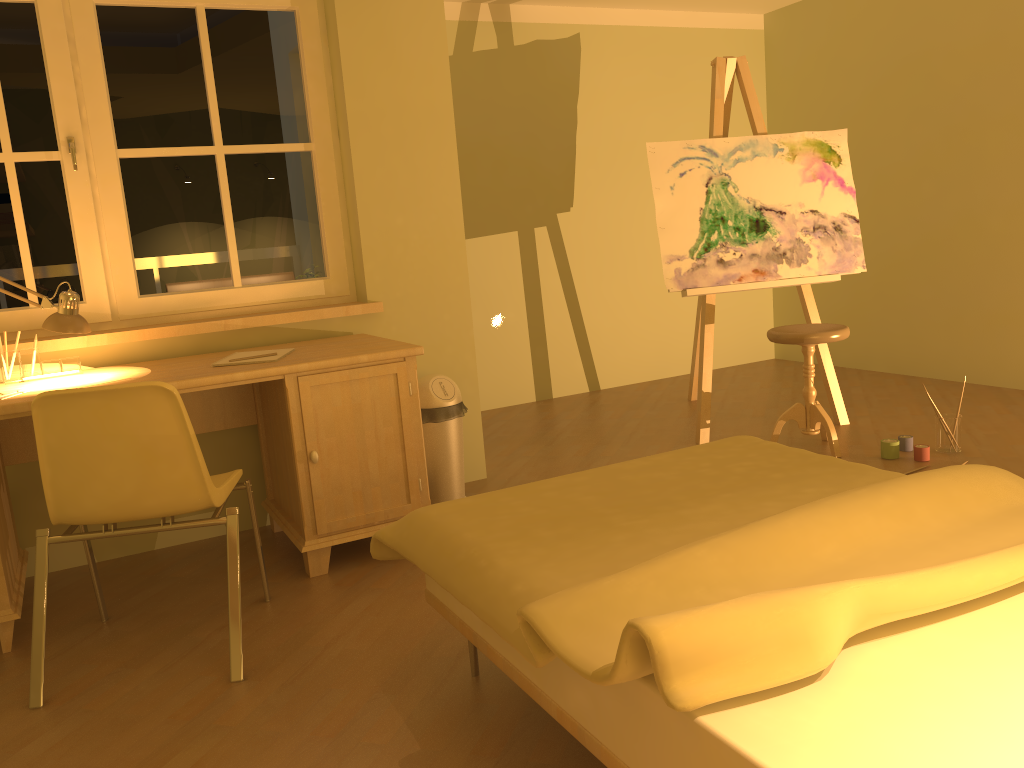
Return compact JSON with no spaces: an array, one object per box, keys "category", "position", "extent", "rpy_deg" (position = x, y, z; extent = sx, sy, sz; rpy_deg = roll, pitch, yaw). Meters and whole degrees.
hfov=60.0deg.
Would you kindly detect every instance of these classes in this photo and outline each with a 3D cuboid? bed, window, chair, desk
[{"category":"bed","position":[0.729,0.328,1.478],"extent":[1.286,0.894,2.378],"rpy_deg":[-10,11,-26]},{"category":"window","position":[-1.370,-0.857,3.338],"extent":[1.486,1.263,0.142],"rpy_deg":[-10,11,-26]},{"category":"chair","position":[1.329,0.025,3.953],"extent":[0.348,0.551,0.364],"rpy_deg":[-7,10,-14]},{"category":"chair","position":[-1.016,0.361,2.452],"extent":[0.531,0.785,0.546],"rpy_deg":[-6,10,-6]},{"category":"desk","position":[-1.041,0.290,3.070],"extent":[1.396,0.720,0.684],"rpy_deg":[-10,11,-26]}]

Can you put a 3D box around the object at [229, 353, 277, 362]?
[{"category":"object","position":[-0.874,-0.090,2.995],"extent":[0.166,0.009,0.008],"rpy_deg":[-12,12,-34]}]

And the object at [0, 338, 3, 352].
[{"category":"object","position":[-1.693,-0.096,2.946],"extent":[0.009,0.165,0.034],"rpy_deg":[-11,12,-33]}]

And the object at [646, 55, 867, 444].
[{"category":"object","position":[1.054,-0.667,4.478],"extent":[0.972,1.896,1.132],"rpy_deg":[-14,13,-43]}]

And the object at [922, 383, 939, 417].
[{"category":"object","position":[1.828,0.142,3.795],"extent":[0.010,0.286,0.159],"rpy_deg":[-11,11,-30]}]

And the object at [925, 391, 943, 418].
[{"category":"object","position":[1.821,0.155,3.747],"extent":[0.172,0.278,0.010],"rpy_deg":[-7,10,-13]}]

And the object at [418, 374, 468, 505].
[{"category":"object","position":[-0.298,0.222,3.642],"extent":[0.248,0.535,0.255],"rpy_deg":[-3,10,8]}]

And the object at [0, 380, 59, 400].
[{"category":"object","position":[-1.494,0.017,2.726],"extent":[0.040,0.009,0.300],"rpy_deg":[-4,10,4]}]

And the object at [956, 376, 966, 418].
[{"category":"object","position":[1.897,0.125,3.774],"extent":[0.069,0.319,0.010],"rpy_deg":[-5,10,1]}]

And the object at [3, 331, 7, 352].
[{"category":"object","position":[-1.677,-0.096,2.941],"extent":[0.053,0.162,0.009],"rpy_deg":[3,13,39]}]

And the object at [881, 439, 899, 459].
[{"category":"object","position":[1.605,0.276,3.764],"extent":[0.073,0.073,0.073],"rpy_deg":[-9,11,-21]}]

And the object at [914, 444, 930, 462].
[{"category":"object","position":[1.705,0.288,3.691],"extent":[0.060,0.060,0.060],"rpy_deg":[-14,13,-43]}]

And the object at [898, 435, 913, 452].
[{"category":"object","position":[1.713,0.258,3.859],"extent":[0.060,0.060,0.060],"rpy_deg":[-13,13,-41]}]

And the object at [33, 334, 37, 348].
[{"category":"object","position":[-1.621,-0.098,3.006],"extent":[0.010,0.138,0.043],"rpy_deg":[3,12,37]}]

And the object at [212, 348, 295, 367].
[{"category":"object","position":[-0.886,-0.094,3.066],"extent":[0.210,0.010,0.300],"rpy_deg":[-5,10,-1]}]

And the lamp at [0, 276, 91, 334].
[{"category":"lamp","position":[-1.579,-0.213,2.778],"extent":[0.484,0.455,0.140],"rpy_deg":[-5,10,-1]}]

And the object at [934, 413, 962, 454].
[{"category":"object","position":[1.858,0.211,3.776],"extent":[0.106,0.157,0.106],"rpy_deg":[2,12,35]}]

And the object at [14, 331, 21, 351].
[{"category":"object","position":[-1.669,-0.097,2.973],"extent":[0.008,0.155,0.073],"rpy_deg":[0,11,28]}]

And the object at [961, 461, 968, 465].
[{"category":"object","position":[1.757,0.338,3.507],"extent":[0.010,0.015,0.325],"rpy_deg":[4,13,41]}]

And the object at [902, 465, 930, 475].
[{"category":"object","position":[1.564,0.354,3.522],"extent":[0.325,0.010,0.010],"rpy_deg":[-11,11,-30]}]

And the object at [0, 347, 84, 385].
[{"category":"object","position":[-1.592,-0.071,2.997],"extent":[0.240,0.105,0.070],"rpy_deg":[-11,12,-33]}]
